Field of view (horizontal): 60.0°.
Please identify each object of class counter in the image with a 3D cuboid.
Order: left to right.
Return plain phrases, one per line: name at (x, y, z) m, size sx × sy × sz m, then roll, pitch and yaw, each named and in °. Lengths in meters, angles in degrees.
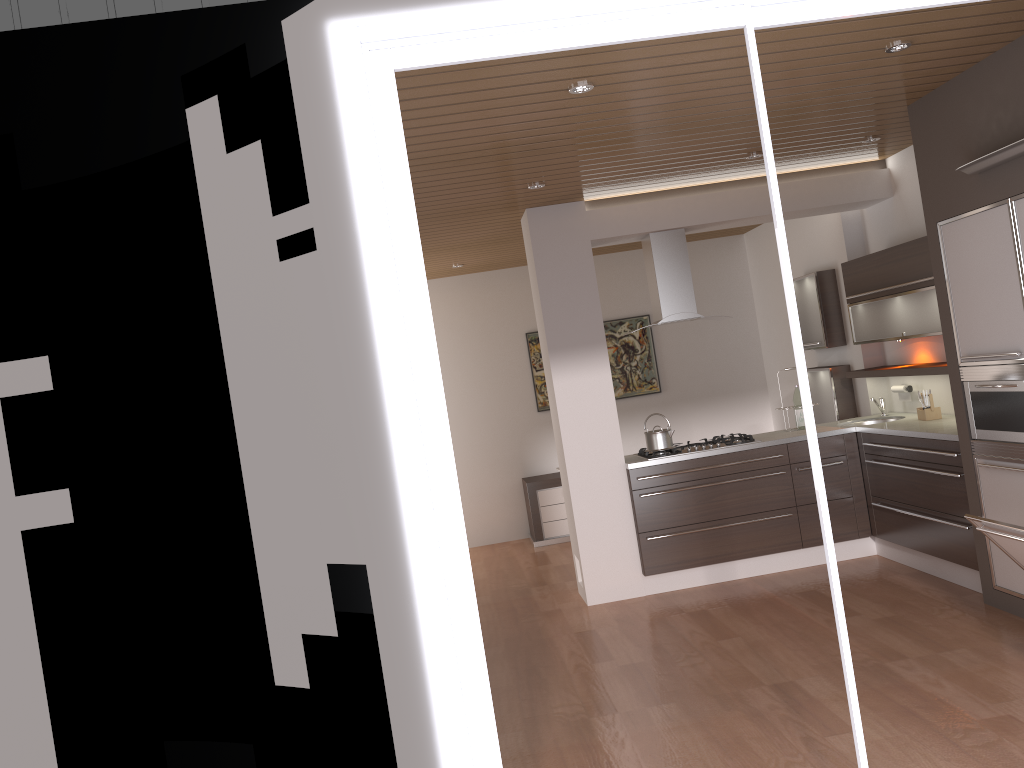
counter at (1.859, 0.383, 5.648) m, size 2.150 × 0.036 × 1.850 m, roll -9°, pitch 0°, yaw -5°

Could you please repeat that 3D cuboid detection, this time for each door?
door at (0.865, 0.075, 2.588) m, size 2.300 × 2.700 × 0.101 m, roll -9°, pitch 0°, yaw -5°

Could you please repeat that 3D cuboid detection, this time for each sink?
sink at (2.533, 0.279, 6.274) m, size 0.450 × 0.347 × 0.494 m, roll -9°, pitch 0°, yaw 1°

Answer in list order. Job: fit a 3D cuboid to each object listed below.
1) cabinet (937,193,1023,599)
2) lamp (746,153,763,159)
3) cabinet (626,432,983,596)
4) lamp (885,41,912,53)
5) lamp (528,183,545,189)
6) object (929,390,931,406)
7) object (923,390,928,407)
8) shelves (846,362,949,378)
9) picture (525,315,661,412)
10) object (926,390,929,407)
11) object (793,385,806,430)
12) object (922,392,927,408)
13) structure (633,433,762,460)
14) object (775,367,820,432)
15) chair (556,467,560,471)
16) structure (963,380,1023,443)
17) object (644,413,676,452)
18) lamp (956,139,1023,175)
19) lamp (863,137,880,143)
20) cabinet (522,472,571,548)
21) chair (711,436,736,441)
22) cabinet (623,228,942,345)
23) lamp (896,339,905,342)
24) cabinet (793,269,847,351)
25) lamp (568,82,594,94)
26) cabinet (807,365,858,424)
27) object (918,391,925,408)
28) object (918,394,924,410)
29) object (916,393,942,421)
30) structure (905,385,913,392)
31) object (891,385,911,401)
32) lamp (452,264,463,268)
cabinet at (2.526, 0.094, 3.772) m, size 1.047 × 1.948 × 1.796 m, roll -9°, pitch 0°, yaw -5°
lamp at (1.472, -1.408, 5.390) m, size 0.102 × 0.055 × 0.102 m, roll -9°, pitch 0°, yaw -33°
cabinet at (1.929, 0.831, 5.648) m, size 2.150 × 0.870 × 1.850 m, roll -9°, pitch 0°, yaw -5°
lamp at (1.606, -1.426, 3.696) m, size 0.102 × 0.055 × 0.102 m, roll -9°, pitch 0°, yaw -21°
lamp at (0.142, -1.201, 5.282) m, size 0.102 × 0.055 × 0.102 m, roll -9°, pitch 0°, yaw -21°
object at (2.713, 0.128, 5.752) m, size 0.042 × 0.192 × 0.040 m, roll -9°, pitch 0°, yaw 44°
object at (2.696, 0.134, 5.774) m, size 0.018 × 0.196 × 0.022 m, roll -9°, pitch 0°, yaw -3°
shelves at (2.724, -0.100, 5.721) m, size 0.313 × 0.050 × 1.850 m, roll -9°, pitch 0°, yaw -5°
picture at (0.824, -0.211, 8.935) m, size 1.277 × 0.801 × 0.018 m, roll -9°, pitch 0°, yaw -5°
object at (2.703, 0.133, 5.765) m, size 0.020 × 0.196 × 0.017 m, roll -9°, pitch 0°, yaw 18°
object at (2.078, 0.166, 6.405) m, size 0.091 × 0.319 × 0.091 m, roll -9°, pitch 0°, yaw 30°
object at (2.683, 0.136, 5.756) m, size 0.023 × 0.196 × 0.018 m, roll -9°, pitch 0°, yaw -3°
structure at (1.286, 0.431, 6.236) m, size 0.797 × 0.047 × 0.494 m, roll -9°, pitch 0°, yaw -5°
object at (2.069, 0.103, 6.458) m, size 0.291 × 0.453 × 0.210 m, roll -9°, pitch 0°, yaw 0°
chair at (0.709, 1.031, 6.930) m, size 0.608 × 0.847 × 0.491 m, roll -9°, pitch 0°, yaw 0°
structure at (2.404, 0.135, 4.360) m, size 0.049 × 0.301 × 0.569 m, roll -9°, pitch 0°, yaw -5°
object at (1.002, 0.326, 6.098) m, size 0.221 × 0.251 × 0.221 m, roll -9°, pitch 0°, yaw -12°
lamp at (2.206, -1.020, 3.740) m, size 0.139 × 0.033 × 1.020 m, roll -9°, pitch 0°, yaw -5°
lamp at (2.206, -1.522, 5.449) m, size 0.102 × 0.055 × 0.102 m, roll -9°, pitch 0°, yaw 24°
cabinet at (1.000, 1.104, 8.658) m, size 1.740 × 0.608 × 0.540 m, roll -9°, pitch 0°, yaw -5°
chair at (1.619, 0.889, 7.193) m, size 0.608 × 0.847 × 0.491 m, roll -9°, pitch 0°, yaw -35°
cabinet at (1.785, -0.694, 5.707) m, size 2.058 × 1.032 × 1.399 m, roll -9°, pitch 0°, yaw -1°
lamp at (2.666, -0.301, 6.085) m, size 0.056 × 0.018 × 0.056 m, roll -9°, pitch 0°, yaw -33°
cabinet at (2.371, -0.569, 7.133) m, size 0.172 × 0.600 × 0.619 m, roll -9°, pitch 0°, yaw -19°
lamp at (0.276, -1.219, 3.588) m, size 0.102 × 0.055 × 0.102 m, roll -9°, pitch 0°, yaw -21°
cabinet at (2.543, 0.163, 7.158) m, size 0.194 × 0.600 × 0.598 m, roll -9°, pitch 0°, yaw -5°
object at (2.664, 0.136, 5.757) m, size 0.042 × 0.192 × 0.040 m, roll -9°, pitch 0°, yaw 42°
object at (2.680, 0.146, 5.781) m, size 0.019 × 0.178 × 0.044 m, roll -9°, pitch 0°, yaw -30°
object at (2.721, 0.145, 5.800) m, size 0.100 × 0.170 × 0.173 m, roll -9°, pitch 0°, yaw 7°
structure at (2.795, 0.031, 6.312) m, size 0.087 × 0.049 × 0.237 m, roll -9°, pitch 0°, yaw -4°
object at (2.775, 0.069, 6.325) m, size 0.053 × 0.119 × 0.165 m, roll -9°, pitch 0°, yaw -5°
lamp at (-0.502, -1.105, 8.137) m, size 0.102 × 0.055 × 0.102 m, roll -9°, pitch 0°, yaw -21°
